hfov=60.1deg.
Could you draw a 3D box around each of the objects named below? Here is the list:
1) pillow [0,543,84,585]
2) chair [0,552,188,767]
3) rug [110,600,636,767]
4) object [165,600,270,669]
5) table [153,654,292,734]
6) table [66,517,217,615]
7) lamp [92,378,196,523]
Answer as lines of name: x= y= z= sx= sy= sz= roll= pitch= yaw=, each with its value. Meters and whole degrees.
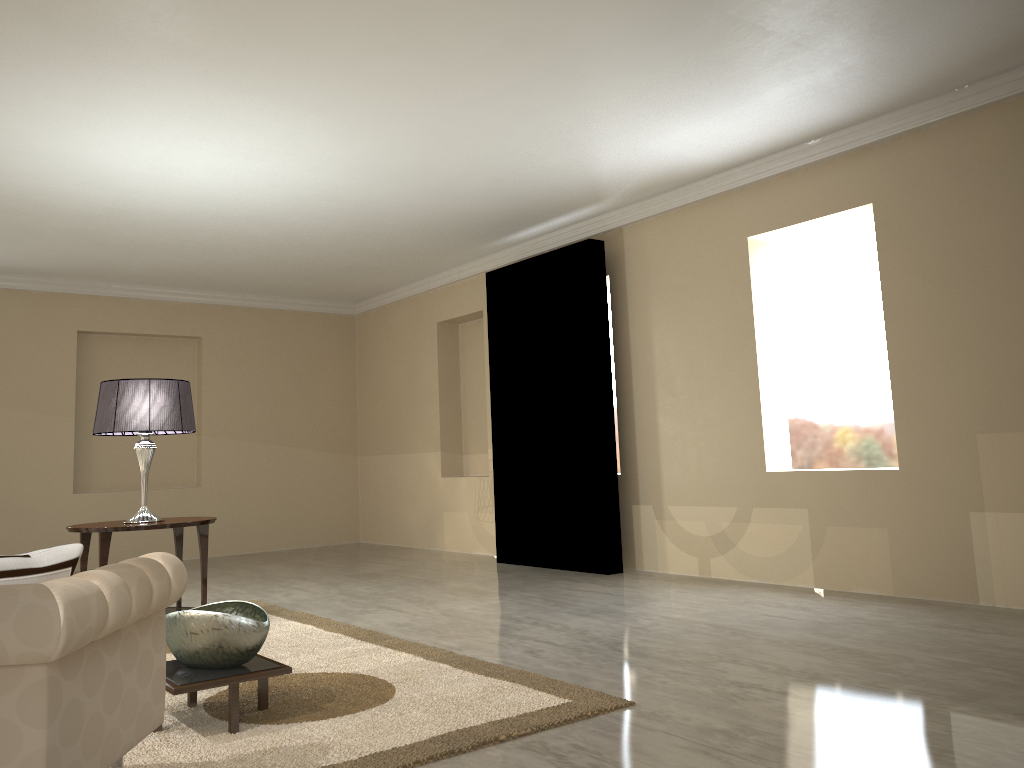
pillow: x=-0.997 y=0.445 z=1.699 sx=0.282 sy=0.253 sz=0.184 roll=4 pitch=-9 yaw=-44
chair: x=-1.167 y=0.658 z=1.749 sx=0.849 sy=0.556 sz=0.706 roll=-2 pitch=-6 yaw=-2
rug: x=-1.598 y=1.056 z=2.977 sx=2.668 sy=0.022 sz=2.956 roll=1 pitch=-6 yaw=-37
object: x=-0.884 y=0.750 z=2.637 sx=0.375 sy=0.179 sz=0.195 roll=-5 pitch=-7 yaw=28
table: x=-0.885 y=0.912 z=2.611 sx=0.335 sy=0.157 sz=0.383 roll=2 pitch=-7 yaw=-37
table: x=-1.784 y=0.920 z=4.279 sx=0.673 sy=0.502 sz=0.671 roll=3 pitch=-8 yaw=-40
lamp: x=-1.809 y=0.332 z=4.362 sx=0.473 sy=0.686 sz=0.472 roll=-6 pitch=-8 yaw=27
